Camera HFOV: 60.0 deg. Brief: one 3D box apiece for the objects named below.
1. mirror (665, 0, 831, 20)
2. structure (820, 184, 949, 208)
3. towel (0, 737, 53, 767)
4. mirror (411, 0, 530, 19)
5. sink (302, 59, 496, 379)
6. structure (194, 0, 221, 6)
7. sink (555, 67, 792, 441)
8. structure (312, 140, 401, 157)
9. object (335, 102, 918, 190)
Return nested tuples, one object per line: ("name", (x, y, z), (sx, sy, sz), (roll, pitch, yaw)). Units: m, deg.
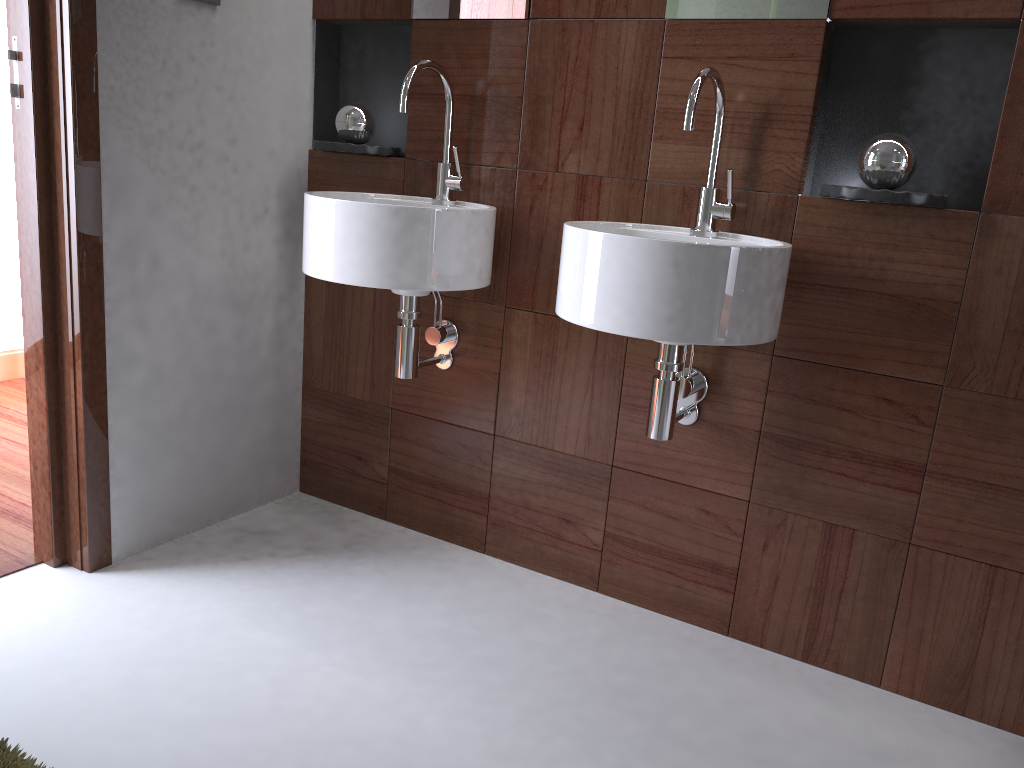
("mirror", (0.472, -1.010, 1.631), (0.316, 0.635, 0.010), (13, 16, 28))
("structure", (0.686, -0.348, 1.640), (0.220, 0.023, 0.222), (10, 15, 19))
("towel", (-0.248, 0.550, 0.523), (0.890, 0.452, 0.349), (11, 15, 23))
("mirror", (-0.072, -1.133, 1.931), (0.316, 0.635, 0.010), (13, 16, 28))
("sink", (-0.245, -0.346, 1.949), (0.415, 0.715, 0.417), (13, 16, 28))
("structure", (-0.671, -0.912, 1.911), (0.028, 0.164, 0.109), (13, 16, 28))
("sink", (0.298, -0.222, 1.650), (0.415, 0.715, 0.417), (13, 16, 28))
("structure", (-0.390, -0.593, 2.233), (0.222, 0.023, 0.220), (2, 14, -10))
("object", (0.148, -0.526, 1.911), (1.350, 0.104, 0.104), (13, 16, 28))
